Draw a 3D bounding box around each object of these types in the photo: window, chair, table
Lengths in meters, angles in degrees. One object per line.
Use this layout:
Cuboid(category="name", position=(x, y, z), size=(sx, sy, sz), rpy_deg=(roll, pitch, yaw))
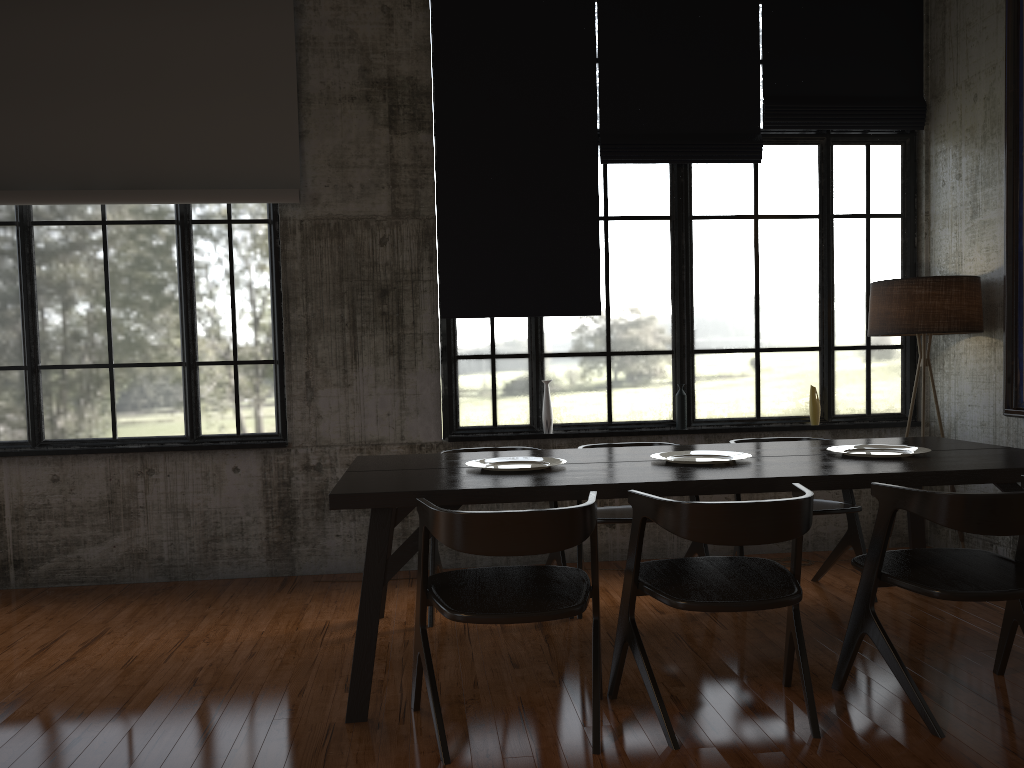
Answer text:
Cuboid(category="window", position=(-3.820, -1.186, 6.340), size=(4.304, 3.441, 0.050), rpy_deg=(-2, 3, -6))
Cuboid(category="chair", position=(1.950, 0.914, 3.870), size=(0.878, 0.995, 0.768), rpy_deg=(-2, 3, -9))
Cuboid(category="chair", position=(-0.004, 0.966, 3.722), size=(0.878, 0.995, 0.768), rpy_deg=(-2, 3, -5))
Cuboid(category="table", position=(0.988, 0.909, 4.806), size=(3.702, 1.008, 1.636), rpy_deg=(-2, 2, -6))
Cuboid(category="chair", position=(0.791, 0.901, 5.636), size=(0.878, 0.995, 0.768), rpy_deg=(-2, 3, -5))
Cuboid(category="chair", position=(0.892, 0.942, 3.809), size=(0.878, 0.995, 0.768), rpy_deg=(-2, 3, -6))
Cuboid(category="chair", position=(-0.106, 0.926, 5.549), size=(0.878, 0.995, 0.768), rpy_deg=(-2, 3, -6))
Cuboid(category="window", position=(1.328, -1.325, 6.842), size=(3.811, 3.441, 0.050), rpy_deg=(-2, 3, -6))
Cuboid(category="chair", position=(1.802, 0.874, 5.743), size=(0.878, 0.995, 0.768), rpy_deg=(-2, 3, -6))

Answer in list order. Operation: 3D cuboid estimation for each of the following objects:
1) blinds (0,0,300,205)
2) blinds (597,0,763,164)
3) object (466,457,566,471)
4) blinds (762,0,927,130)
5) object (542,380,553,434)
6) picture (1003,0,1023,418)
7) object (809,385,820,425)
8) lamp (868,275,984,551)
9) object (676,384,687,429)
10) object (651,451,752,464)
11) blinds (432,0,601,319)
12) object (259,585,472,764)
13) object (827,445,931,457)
Cuboid(category="blinds", position=(-3.765, -2.125, 6.107), size=(4.465, 1.779, 0.136), rpy_deg=(-2, 3, -5))
Cuboid(category="blinds", position=(1.273, -2.372, 6.682), size=(1.254, 1.400, 0.051), rpy_deg=(-2, 3, -6))
Cuboid(category="object", position=(0.021, 0.420, 4.628), size=(0.527, 0.025, 0.526), rpy_deg=(-1, 1, 5))
Cuboid(category="blinds", position=(2.555, -2.534, 6.801), size=(1.296, 1.144, 0.052), rpy_deg=(-2, 3, -6))
Cuboid(category="object", position=(0.270, 0.174, 6.732), size=(0.082, 0.411, 0.082), rpy_deg=(-5, 4, -45))
Cuboid(category="picture", position=(3.384, -1.320, 5.046), size=(0.142, 3.125, 1.653), rpy_deg=(-2, 3, -6))
Cuboid(category="object", position=(2.367, 0.163, 6.932), size=(0.074, 0.319, 0.073), rpy_deg=(-4, 4, -43))
Cuboid(category="lamp", position=(2.963, 0.290, 6.371), size=(0.752, 2.060, 0.751), rpy_deg=(-1, 3, 6))
Cuboid(category="object", position=(1.303, 0.177, 6.830), size=(0.080, 0.352, 0.080), rpy_deg=(0, 3, 25))
Cuboid(category="object", position=(1.005, 0.394, 4.723), size=(0.527, 0.025, 0.526), rpy_deg=(-1, 1, 5))
Cuboid(category="blinds", position=(0.044, -1.771, 6.614), size=(1.215, 2.538, 0.034), rpy_deg=(-2, 3, -6))
Cuboid(category="object", position=(4.540, 1.062, 2.470), size=(20.828, 0.658, 8.758), rpy_deg=(-2, 1, -6))
Cuboid(category="object", position=(1.989, 0.367, 4.819), size=(0.527, 0.025, 0.526), rpy_deg=(-1, 1, 5))
